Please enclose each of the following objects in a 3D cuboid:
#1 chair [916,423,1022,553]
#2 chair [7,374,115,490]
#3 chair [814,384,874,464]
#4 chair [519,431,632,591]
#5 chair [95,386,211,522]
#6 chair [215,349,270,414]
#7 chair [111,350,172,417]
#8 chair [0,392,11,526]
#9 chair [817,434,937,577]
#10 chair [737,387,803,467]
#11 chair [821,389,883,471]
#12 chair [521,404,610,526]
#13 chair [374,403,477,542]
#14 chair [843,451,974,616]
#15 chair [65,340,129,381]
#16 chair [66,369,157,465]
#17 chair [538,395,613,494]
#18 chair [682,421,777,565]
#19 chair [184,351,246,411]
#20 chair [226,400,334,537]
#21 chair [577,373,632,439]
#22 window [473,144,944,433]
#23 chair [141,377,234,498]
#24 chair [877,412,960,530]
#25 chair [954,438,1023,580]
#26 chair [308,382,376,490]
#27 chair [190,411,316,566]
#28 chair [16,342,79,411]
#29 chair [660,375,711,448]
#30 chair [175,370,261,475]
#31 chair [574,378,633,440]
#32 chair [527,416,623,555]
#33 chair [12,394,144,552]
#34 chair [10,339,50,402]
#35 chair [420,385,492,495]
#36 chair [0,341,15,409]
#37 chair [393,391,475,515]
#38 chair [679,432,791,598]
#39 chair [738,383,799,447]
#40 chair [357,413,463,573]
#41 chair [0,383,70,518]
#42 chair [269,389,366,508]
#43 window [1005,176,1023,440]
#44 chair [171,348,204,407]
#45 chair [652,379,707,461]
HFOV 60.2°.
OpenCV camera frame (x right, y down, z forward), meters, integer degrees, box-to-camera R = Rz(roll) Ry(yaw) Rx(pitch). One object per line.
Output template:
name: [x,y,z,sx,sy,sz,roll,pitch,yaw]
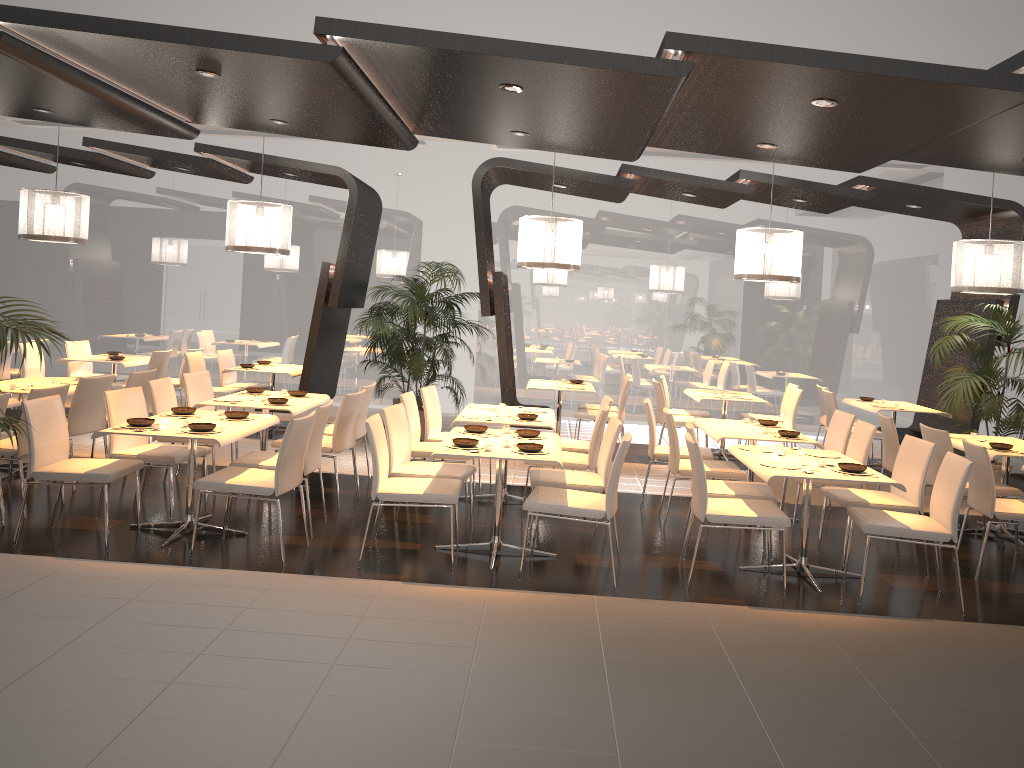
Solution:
chair: [3.469,0.779,6.770,0.605,0.873,0.485,3,2,0]
chair: [-3.577,0.347,7.075,0.606,0.868,0.484,4,2,10]
chair: [3.894,0.474,10.399,0.605,0.868,0.485,3,2,5]
chair: [0.402,0.726,5.385,0.606,0.868,0.484,4,2,10]
chair: [-2.512,0.485,6.211,0.606,0.868,0.484,4,2,10]
chair: [-3.249,0.038,10.711,0.605,0.868,0.485,3,2,5]
chair: [-4.273,0.036,10.111,0.605,0.873,0.485,3,2,5]
chair: [-3.813,0.456,5.741,1.285,0.872,0.687,6,4,38]
chair: [2.472,0.792,5.987,0.605,0.873,0.485,3,2,0]
chair: [2.870,0.469,9.799,0.605,0.868,0.485,3,2,5]
chair: [3.741,0.524,9.770,0.605,0.873,0.485,3,2,5]
chair: [0.431,0.596,6.877,0.606,0.873,0.484,4,2,10]
chair: [-0.590,0.605,6.102,0.606,0.868,0.484,4,2,10]
chair: [2.371,0.848,5.298,0.606,0.873,0.484,4,2,10]
chair: [-5.104,-0.077,10.816,0.606,0.868,0.484,4,2,10]
chair: [-3.479,0.297,7.691,0.605,0.868,0.485,3,2,5]
chair: [0.532,0.537,7.565,0.605,0.868,0.485,3,2,0]
chair: [1.465,0.731,6.029,0.606,0.873,0.484,4,2,10]
chair: [-3.402,0.086,10.083,0.605,0.868,0.485,3,2,5]
chair: [-1.577,0.550,6.106,0.605,0.873,0.485,3,2,0]
chair: [1.090,0.307,10.494,0.605,0.873,0.485,3,2,5]
window: [2.725,-1.345,12.369,6.579,3.976,0.070,3,1,3]
chair: [-2.562,0.408,7.036,0.605,0.868,0.485,3,2,0]
chair: [3.394,0.714,7.436,0.606,0.873,0.484,4,2,10]
chair: [3.363,0.845,5.945,0.606,0.868,0.484,4,2,10]
chair: [-1.518,0.416,7.612,0.605,0.868,0.485,3,2,5]
chair: [-1.574,0.607,5.478,0.605,0.873,0.485,3,2,5]
chair: [-5.295,-0.025,10.141,0.605,0.873,0.485,3,2,0]
chair: [2.039,0.358,10.504,0.606,0.868,0.484,4,2,10]
chair: [-2.543,0.347,7.729,0.606,0.868,0.484,4,2,10]
chair: [1.018,0.358,9.861,0.606,0.868,0.484,4,2,10]
chair: [0.426,0.667,6.076,0.605,0.873,0.485,3,2,0]
chair: [-2.703,0.535,5.536,0.605,0.868,0.485,3,2,0]
chair: [-6.053,-0.128,10.806,0.605,0.873,0.485,3,2,5]
chair: [-0.490,0.476,7.602,0.606,0.868,0.484,4,2,10]
chair: [-6.125,-0.078,10.173,0.606,0.868,0.484,4,2,10]
chair: [-0.594,0.524,6.994,0.605,0.868,0.485,3,2,5]
chair: [1.346,0.780,5.415,0.605,0.873,0.485,3,2,5]
chair: [3.023,0.424,10.428,0.605,0.873,0.485,3,2,5]
chair: [-0.623,0.657,5.502,0.605,0.868,0.485,3,2,0]
chair: [-3.508,0.429,6.203,0.605,0.868,0.485,3,2,5]
chair: [-1.515,0.473,6.984,0.606,0.868,0.484,4,2,10]
window: [6.393,-0.772,8.334,0.070,3.970,6.601,3,4,2]
chair: [-4.121,-0.012,10.740,0.605,0.873,0.485,3,2,5]
chair: [1.848,0.411,9.828,0.605,0.873,0.485,3,2,0]
